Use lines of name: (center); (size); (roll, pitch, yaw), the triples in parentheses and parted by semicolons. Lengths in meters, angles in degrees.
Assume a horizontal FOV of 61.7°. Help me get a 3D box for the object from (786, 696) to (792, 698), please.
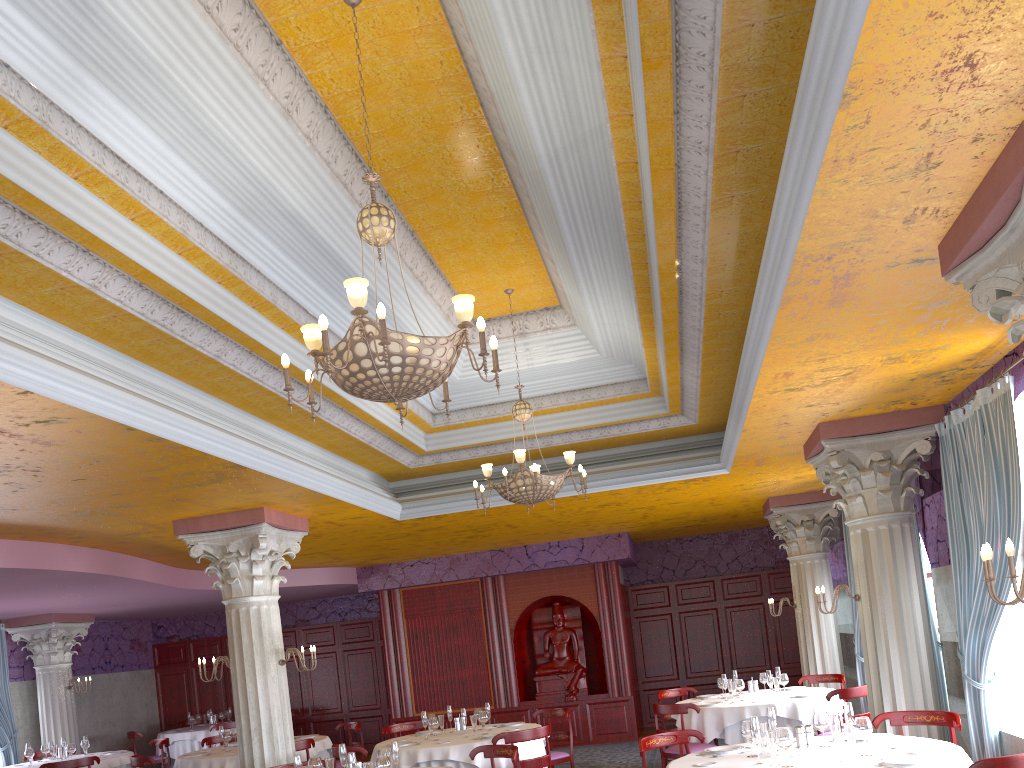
object: (3.308, 3.728, 10.212); (0.138, 0.010, 0.031); (4, -18, -31)

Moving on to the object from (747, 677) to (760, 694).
object: (3.035, 3.790, 10.786); (0.144, 0.208, 0.073); (-5, -4, -9)

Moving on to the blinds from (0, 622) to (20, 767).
blinds: (-8.753, 5.509, 13.953); (0.246, 3.270, 1.862); (-7, -5, 8)

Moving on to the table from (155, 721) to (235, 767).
table: (-5.940, 7.295, 17.048); (2.094, 0.932, 2.159); (-9, -14, 11)

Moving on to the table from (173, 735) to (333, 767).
table: (-3.443, 5.382, 11.584); (2.094, 0.932, 2.159); (-9, -14, 11)

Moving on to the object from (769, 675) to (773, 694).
object: (3.299, 3.827, 10.917); (0.087, 0.233, 0.085); (-9, -4, 35)

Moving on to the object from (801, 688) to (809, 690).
object: (3.738, 3.903, 10.964); (0.232, 0.013, 0.028); (5, -18, -34)

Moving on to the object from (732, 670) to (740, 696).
object: (2.896, 3.870, 11.074); (0.073, 0.330, 0.075); (-4, -3, -43)

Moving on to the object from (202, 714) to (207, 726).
object: (-6.217, 6.815, 17.353); (0.085, 0.233, 0.087); (-6, -4, -10)

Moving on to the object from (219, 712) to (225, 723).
object: (-5.692, 6.584, 16.822); (0.124, 0.259, 0.123); (-8, -5, 24)

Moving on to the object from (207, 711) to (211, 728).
object: (-5.904, 6.534, 16.695); (0.074, 0.330, 0.075); (-7, -2, 2)

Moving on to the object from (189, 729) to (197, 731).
object: (-6.116, 6.636, 16.413); (0.159, 0.009, 0.164); (-9, -17, 10)

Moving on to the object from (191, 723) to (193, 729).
object: (-6.297, 6.673, 16.850); (0.085, 0.233, 0.087); (-6, -4, -10)

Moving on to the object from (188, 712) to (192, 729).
object: (-6.379, 6.665, 16.954); (0.074, 0.330, 0.075); (-7, -2, 2)

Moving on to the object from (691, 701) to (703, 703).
object: (2.339, 4.019, 10.823); (0.162, 0.009, 0.161); (-16, -19, 29)

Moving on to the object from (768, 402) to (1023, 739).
object: (2.940, 0.758, 3.014); (2.105, 3.496, 30.119); (-7, -16, 9)

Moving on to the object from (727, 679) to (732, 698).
object: (2.799, 3.906, 10.995); (0.085, 0.233, 0.087); (-6, -4, -10)

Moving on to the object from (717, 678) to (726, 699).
object: (2.692, 3.890, 10.945); (0.124, 0.259, 0.123); (-8, -5, 24)

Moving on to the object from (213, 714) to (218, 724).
object: (-5.797, 6.594, 16.772); (0.085, 0.233, 0.087); (-6, -4, -10)

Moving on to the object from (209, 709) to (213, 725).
object: (-6.120, 6.779, 17.433); (0.074, 0.330, 0.075); (-7, -2, 2)

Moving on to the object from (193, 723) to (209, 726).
object: (-6.419, 7.046, 17.695); (0.312, 0.023, 0.327); (-4, -17, -9)

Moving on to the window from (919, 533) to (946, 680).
window: (5.070, 2.417, 10.204); (0.161, 2.482, 3.675); (-7, -12, 10)

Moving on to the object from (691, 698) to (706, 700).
object: (2.444, 4.112, 11.191); (0.054, 0.019, 0.268); (2, -18, -28)

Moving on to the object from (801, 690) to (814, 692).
object: (3.666, 3.811, 10.622); (0.162, 0.009, 0.161); (-16, -19, 29)

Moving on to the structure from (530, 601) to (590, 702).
structure: (0.812, 4.846, 15.526); (0.971, 1.814, 0.649); (-7, -4, 11)

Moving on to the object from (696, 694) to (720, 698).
object: (2.598, 4.136, 11.337); (0.315, 0.023, 0.324); (-9, -17, 10)

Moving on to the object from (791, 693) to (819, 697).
object: (3.445, 3.662, 10.065); (0.315, 0.023, 0.324); (-9, -17, 10)

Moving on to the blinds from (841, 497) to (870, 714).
blinds: (4.674, 3.101, 11.265); (0.246, 3.456, 1.730); (-7, -5, 11)

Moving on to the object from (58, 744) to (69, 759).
object: (-6.658, 5.446, 12.701); (0.144, 0.208, 0.073); (-5, -4, -9)

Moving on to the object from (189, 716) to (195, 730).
object: (-6.249, 6.623, 16.744); (0.121, 0.259, 0.125); (-2, -6, -43)

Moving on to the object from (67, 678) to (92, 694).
object: (-5.589, 5.082, 13.531); (5.842, 1.164, 0.351); (-19, -10, 38)

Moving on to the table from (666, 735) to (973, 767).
table: (2.126, 3.089, 5.999); (2.094, 0.932, 2.159); (-9, -14, 11)

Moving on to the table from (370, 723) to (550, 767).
table: (-0.573, 4.608, 10.070); (2.094, 0.932, 2.159); (-9, -14, 11)

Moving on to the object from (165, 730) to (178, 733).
object: (-6.629, 6.751, 16.631); (0.312, 0.023, 0.327); (-4, -17, -9)

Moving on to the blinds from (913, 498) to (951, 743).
blinds: (4.275, 2.557, 9.295); (0.246, 3.456, 1.733); (-7, -5, 8)

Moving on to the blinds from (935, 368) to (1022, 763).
blinds: (3.740, 1.829, 6.659); (0.246, 3.456, 1.730); (-7, -5, 11)

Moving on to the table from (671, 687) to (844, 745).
table: (3.076, 4.385, 10.690); (2.094, 0.932, 2.159); (-9, -14, 11)

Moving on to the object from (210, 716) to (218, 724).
object: (-5.982, 6.699, 17.144); (0.144, 0.208, 0.073); (-5, -4, -9)

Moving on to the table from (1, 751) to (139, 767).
table: (-6.617, 6.042, 12.604); (2.094, 0.932, 2.159); (-9, -14, 11)

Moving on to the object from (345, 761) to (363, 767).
object: (-1.274, 3.114, 6.914); (0.144, 0.208, 0.073); (-5, -4, -9)

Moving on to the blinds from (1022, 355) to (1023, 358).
blinds: (3.341, 1.285, 4.690); (0.246, 3.456, 1.733); (-7, -5, 8)

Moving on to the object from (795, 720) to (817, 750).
object: (2.084, 2.494, 6.096); (0.144, 0.208, 0.073); (-5, -4, -9)

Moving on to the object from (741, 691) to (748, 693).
object: (3.105, 4.103, 11.391); (0.162, 0.009, 0.161); (-16, -19, 29)

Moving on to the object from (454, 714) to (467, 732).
object: (-0.615, 4.012, 10.166); (0.144, 0.208, 0.073); (-5, -4, -9)

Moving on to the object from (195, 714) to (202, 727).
object: (-6.324, 6.799, 17.304); (0.121, 0.259, 0.125); (-2, -6, -43)

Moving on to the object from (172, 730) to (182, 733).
object: (-6.484, 6.691, 16.477); (0.256, 0.019, 0.057); (3, -18, -29)
